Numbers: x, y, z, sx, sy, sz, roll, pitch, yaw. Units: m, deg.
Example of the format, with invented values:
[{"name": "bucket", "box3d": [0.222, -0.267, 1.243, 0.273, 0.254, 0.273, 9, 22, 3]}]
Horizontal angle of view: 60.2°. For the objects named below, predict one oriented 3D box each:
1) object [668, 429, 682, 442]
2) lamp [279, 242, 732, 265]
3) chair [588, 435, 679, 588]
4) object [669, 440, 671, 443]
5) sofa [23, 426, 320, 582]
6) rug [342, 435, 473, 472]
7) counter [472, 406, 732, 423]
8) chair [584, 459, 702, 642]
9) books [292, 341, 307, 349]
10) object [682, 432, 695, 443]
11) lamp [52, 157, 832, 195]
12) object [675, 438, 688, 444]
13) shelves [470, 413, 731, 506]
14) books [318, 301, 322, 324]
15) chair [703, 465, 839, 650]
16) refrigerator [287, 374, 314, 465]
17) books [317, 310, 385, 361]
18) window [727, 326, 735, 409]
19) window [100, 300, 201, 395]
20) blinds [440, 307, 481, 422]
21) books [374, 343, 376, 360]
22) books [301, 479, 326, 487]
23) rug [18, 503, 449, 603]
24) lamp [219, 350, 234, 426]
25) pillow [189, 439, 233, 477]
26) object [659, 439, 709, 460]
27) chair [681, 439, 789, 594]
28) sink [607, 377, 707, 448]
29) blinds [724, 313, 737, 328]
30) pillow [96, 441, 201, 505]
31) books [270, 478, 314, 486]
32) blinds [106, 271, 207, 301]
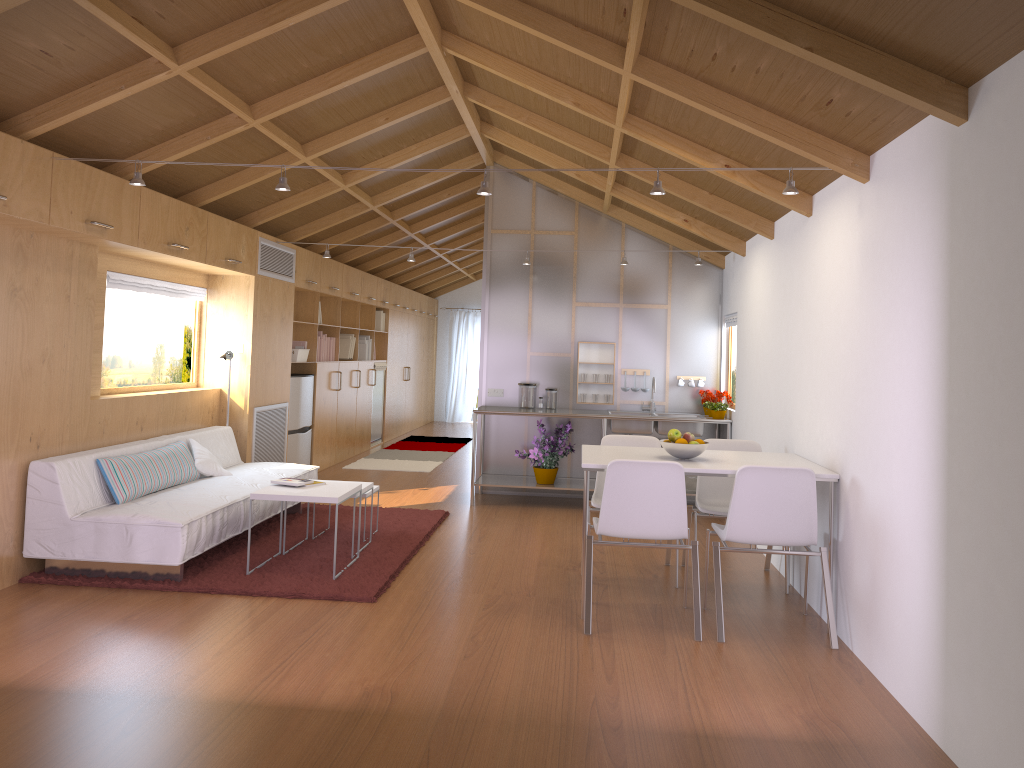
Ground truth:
[{"name": "object", "box3d": [0.837, 0.265, 4.550, 0.070, 0.069, 0.077, 2, 0, 5]}, {"name": "lamp", "box3d": [-0.081, -1.075, 7.337, 3.828, 0.153, 0.072, 2, -2, 5]}, {"name": "chair", "box3d": [0.694, 0.711, 5.166, 0.531, 0.788, 0.545, 2, -1, 5]}, {"name": "object", "box3d": [0.857, 0.298, 4.643, 0.067, 0.068, 0.067, 2, 0, -20]}, {"name": "sofa", "box3d": [-1.982, 0.683, 5.640, 0.862, 0.630, 2.351, 2, 2, 4]}, {"name": "rug", "box3d": [-1.167, 0.839, 11.029, 0.917, 0.011, 3.717, 2, 2, 4]}, {"name": "counter", "box3d": [0.748, 0.253, 7.516, 2.109, 0.021, 0.649, 2, 2, 5]}, {"name": "chair", "box3d": [0.622, 0.740, 4.262, 0.531, 0.788, 0.545, 2, -1, 5]}, {"name": "books", "box3d": [-2.053, -0.317, 8.476, 0.150, 0.193, 0.088, 2, -2, 5]}, {"name": "object", "box3d": [0.910, 0.282, 4.566, 0.063, 0.067, 0.061, 2, -1, 43]}, {"name": "lamp", "box3d": [-0.331, -0.973, 4.158, 3.828, 0.153, 0.072, 2, -2, 5]}, {"name": "object", "box3d": [0.864, 0.310, 4.506, 0.067, 0.068, 0.067, 2, 0, -20]}, {"name": "shelves", "box3d": [0.735, 0.647, 7.499, 2.092, 0.755, 0.631, 2, -1, 5]}, {"name": "books", "box3d": [-2.017, -0.751, 8.892, 0.176, 0.297, 0.279, 2, 0, 4]}, {"name": "chair", "box3d": [1.215, 0.762, 4.214, 0.531, 0.788, 0.545, 2, -1, 5]}, {"name": "refrigerator", "box3d": [-2.069, 0.407, 8.331, 0.262, 0.990, 0.712, 2, -1, 4]}, {"name": "books", "box3d": [-1.903, -0.604, 10.332, 0.189, 0.659, 3.105, 2, 2, 4]}, {"name": "window", "box3d": [1.876, -0.188, 7.374, 0.026, 0.797, 0.723, 2, 0, 4]}, {"name": "window", "box3d": [-2.559, -0.345, 6.282, 0.035, 0.792, 1.494, 2, 1, 4]}, {"name": "blinds", "box3d": [0.102, -0.305, 15.658, 2.847, 2.043, 0.232, 2, -2, 4]}, {"name": "books", "box3d": [-1.839, -0.455, 11.292, 0.176, 0.297, 0.279, 2, 0, 4]}, {"name": "books", "box3d": [-1.217, 0.582, 5.181, 0.193, 0.016, 0.152, 3, 2, 34]}, {"name": "rug", "box3d": [-1.531, 1.009, 5.699, 1.885, 0.020, 2.477, 2, 2, 4]}, {"name": "lamp", "box3d": [-2.202, 0.340, 6.838, 0.182, 1.201, 0.254, 3, -2, -20]}, {"name": "pillow", "box3d": [-2.052, 0.504, 5.999, 0.267, 0.252, 0.346, 2, 0, -32]}, {"name": "object", "box3d": [0.889, 0.343, 4.567, 0.254, 0.091, 0.255, 1, 2, -43]}, {"name": "chair", "box3d": [1.287, 0.733, 5.118, 0.531, 0.788, 0.545, 2, -1, 5]}, {"name": "sink", "box3d": [1.216, 0.262, 7.505, 0.810, 0.642, 0.562, 2, -1, 5]}, {"name": "blinds", "box3d": [1.847, -0.534, 7.392, 0.047, 0.111, 0.724, 2, 2, 4]}, {"name": "pillow", "box3d": [-2.178, 0.523, 5.384, 0.171, 0.252, 1.040, 2, 2, 4]}, {"name": "books", "box3d": [-1.273, 0.566, 5.117, 0.193, 0.016, 0.152, 3, 2, 24]}, {"name": "blinds", "box3d": [-2.497, -0.684, 6.293, 0.047, 0.111, 1.495, 2, 2, 4]}]
